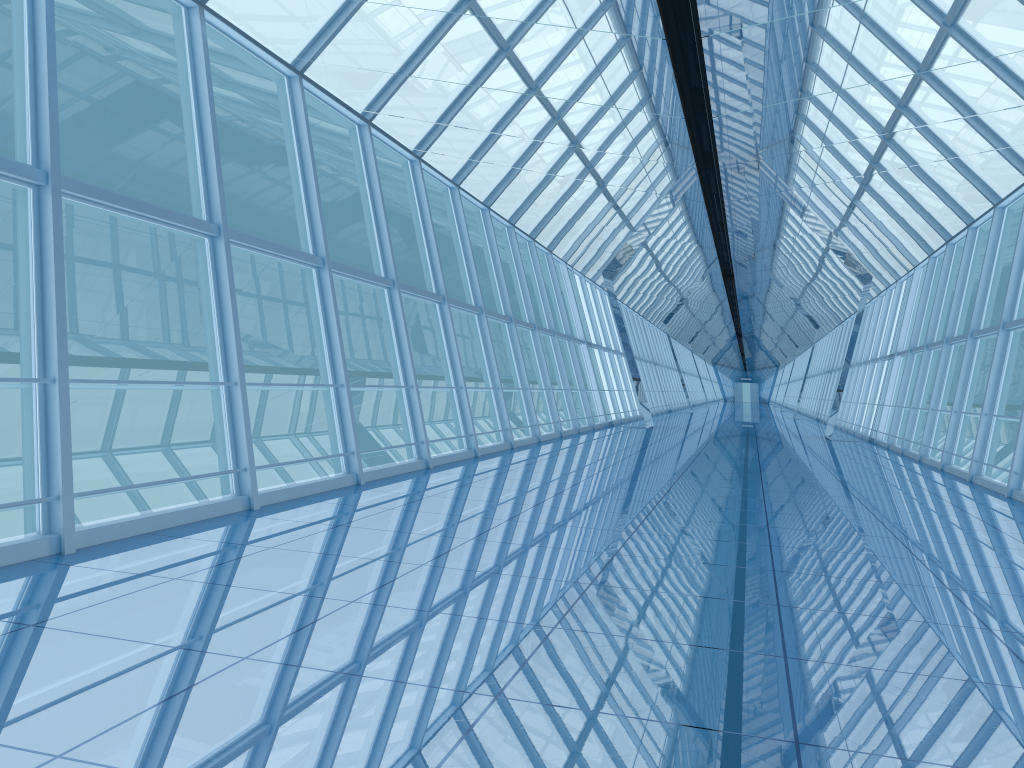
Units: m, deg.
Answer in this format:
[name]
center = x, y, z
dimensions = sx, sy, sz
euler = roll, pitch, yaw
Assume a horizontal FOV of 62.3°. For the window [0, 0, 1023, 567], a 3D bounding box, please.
[window]
center = 13.507, -0.772, 49.650
dimensions = 9.931, 4.910, 106.050
euler = 2, 0, 16
